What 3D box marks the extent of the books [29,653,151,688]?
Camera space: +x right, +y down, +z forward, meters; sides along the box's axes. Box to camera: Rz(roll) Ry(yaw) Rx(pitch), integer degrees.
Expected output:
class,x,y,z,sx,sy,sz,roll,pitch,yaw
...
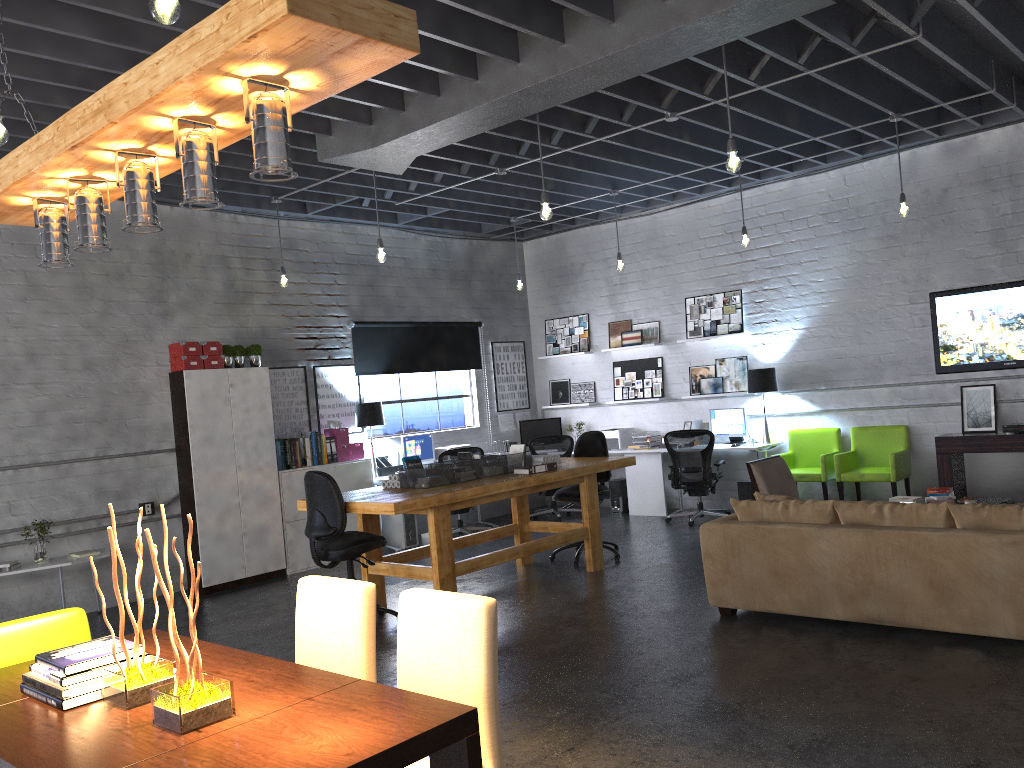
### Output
class,x,y,z,sx,sy,sz,roll,pitch,yaw
books,-1.313,0.871,2.762,0.283,0.026,0.266,-6,-1,44

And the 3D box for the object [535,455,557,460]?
class,x,y,z,sx,sy,sz,roll,pitch,yaw
object,0.178,0.653,7.793,0.520,0.047,0.046,-6,0,42

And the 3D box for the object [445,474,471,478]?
class,x,y,z,sx,sy,sz,roll,pitch,yaw
object,-0.454,0.729,7.068,0.234,0.022,0.185,-5,-1,35

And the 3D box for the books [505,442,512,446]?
class,x,y,z,sx,sy,sz,roll,pitch,yaw
books,-0.029,0.823,11.705,0.133,0.109,0.052,-5,0,-33

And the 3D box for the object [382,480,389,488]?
class,x,y,z,sx,sy,sz,roll,pitch,yaw
object,-0.796,0.775,7.217,0.057,0.058,0.635,-5,-1,42

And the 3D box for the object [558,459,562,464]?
class,x,y,z,sx,sy,sz,roll,pitch,yaw
object,0.228,0.689,7.845,0.520,0.047,0.047,-6,0,42

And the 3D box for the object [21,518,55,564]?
class,x,y,z,sx,sy,sz,roll,pitch,yaw
object,-3.854,1.284,7.244,0.271,0.363,0.297,-5,0,-13

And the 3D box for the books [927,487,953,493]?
class,x,y,z,sx,sy,sz,roll,pitch,yaw
books,3.791,0.940,7.848,0.185,0.041,0.128,-5,-1,37

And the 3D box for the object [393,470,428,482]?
class,x,y,z,sx,sy,sz,roll,pitch,yaw
object,-0.694,0.716,7.121,0.057,0.057,0.635,-5,-1,42

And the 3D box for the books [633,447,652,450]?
class,x,y,z,sx,sy,sz,roll,pitch,yaw
books,1.559,0.771,10.601,0.211,0.014,0.148,-5,-1,7

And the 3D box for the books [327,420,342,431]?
class,x,y,z,sx,sy,sz,roll,pitch,yaw
books,-1.881,0.516,9.451,0.192,0.267,0.060,-5,0,42

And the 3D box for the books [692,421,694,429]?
class,x,y,z,sx,sy,sz,roll,pitch,yaw
books,2.194,0.571,10.394,0.036,0.296,0.210,-5,0,42

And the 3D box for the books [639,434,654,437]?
class,x,y,z,sx,sy,sz,roll,pitch,yaw
books,1.662,0.634,10.922,0.134,0.008,0.203,-5,-1,25

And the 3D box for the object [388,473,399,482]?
class,x,y,z,sx,sy,sz,roll,pitch,yaw
object,-0.736,0.720,7.159,0.057,0.057,0.635,-5,-1,42

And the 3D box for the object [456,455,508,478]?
class,x,y,z,sx,sy,sz,roll,pitch,yaw
object,-0.246,0.679,7.294,0.317,0.156,0.306,-5,-1,42

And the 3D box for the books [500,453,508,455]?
class,x,y,z,sx,sy,sz,roll,pitch,yaw
books,-0.186,0.897,11.376,0.297,0.006,0.210,-6,-1,42

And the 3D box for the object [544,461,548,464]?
class,x,y,z,sx,sy,sz,roll,pitch,yaw
object,0.103,0.698,7.707,0.520,0.047,0.047,-6,0,42

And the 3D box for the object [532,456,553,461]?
class,x,y,z,sx,sy,sz,roll,pitch,yaw
object,0.147,0.655,7.759,0.520,0.047,0.046,-6,0,42

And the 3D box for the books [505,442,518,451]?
class,x,y,z,sx,sy,sz,roll,pitch,yaw
books,-0.001,0.828,11.638,0.183,0.121,0.017,-5,0,-33

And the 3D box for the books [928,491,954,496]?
class,x,y,z,sx,sy,sz,roll,pitch,yaw
books,3.800,0.972,7.853,0.208,0.024,0.144,-5,-1,27

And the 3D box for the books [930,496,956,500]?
class,x,y,z,sx,sy,sz,roll,pitch,yaw
books,3.807,0.996,7.843,0.161,0.026,0.223,-5,-1,12

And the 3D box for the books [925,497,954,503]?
class,x,y,z,sx,sy,sz,roll,pitch,yaw
books,3.793,1.025,7.865,0.223,0.032,0.161,-5,-1,22

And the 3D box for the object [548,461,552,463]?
class,x,y,z,sx,sy,sz,roll,pitch,yaw
object,0.134,0.696,7.742,0.520,0.047,0.047,-6,0,42

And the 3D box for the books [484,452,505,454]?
class,x,y,z,sx,sy,sz,roll,pitch,yaw
books,-0.184,0.881,11.379,0.297,0.006,0.210,-6,-1,43

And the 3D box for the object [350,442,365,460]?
class,x,y,z,sx,sy,sz,roll,pitch,yaw
object,-1.733,0.728,9.600,0.214,0.177,0.161,-5,0,42

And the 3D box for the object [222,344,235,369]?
class,x,y,z,sx,sy,sz,roll,pitch,yaw
object,-2.733,-0.259,8.469,0.171,0.240,0.169,-5,0,-19

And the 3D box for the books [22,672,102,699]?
class,x,y,z,sx,sy,sz,roll,pitch,yaw
books,-1.319,0.898,2.753,0.315,0.026,0.269,-6,-1,42

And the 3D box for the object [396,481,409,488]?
class,x,y,z,sx,sy,sz,roll,pitch,yaw
object,-0.669,0.763,7.102,0.058,0.057,0.635,-5,-1,42

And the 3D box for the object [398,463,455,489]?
class,x,y,z,sx,sy,sz,roll,pitch,yaw
object,-0.658,0.709,6.838,0.317,0.156,0.306,-5,-1,42

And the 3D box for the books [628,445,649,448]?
class,x,y,z,sx,sy,sz,roll,pitch,yaw
books,1.515,0.747,10.618,0.148,0.014,0.211,-5,-1,-33

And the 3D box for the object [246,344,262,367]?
class,x,y,z,sx,sy,sz,roll,pitch,yaw
object,-2.520,-0.275,8.676,0.169,0.240,0.171,-5,0,41

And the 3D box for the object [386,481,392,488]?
class,x,y,z,sx,sy,sz,roll,pitch,yaw
object,-0.753,0.771,7.179,0.058,0.057,0.635,-5,-1,42

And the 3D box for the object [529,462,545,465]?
class,x,y,z,sx,sy,sz,roll,pitch,yaw
object,0.072,0.700,7.673,0.520,0.047,0.047,-6,0,42

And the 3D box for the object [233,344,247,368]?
class,x,y,z,sx,sy,sz,roll,pitch,yaw
object,-2.654,-0.264,8.597,0.169,0.240,0.171,-5,0,-9

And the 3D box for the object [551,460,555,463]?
class,x,y,z,sx,sy,sz,roll,pitch,yaw
object,0.166,0.694,7.776,0.520,0.047,0.047,-6,0,42

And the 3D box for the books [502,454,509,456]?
class,x,y,z,sx,sy,sz,roll,pitch,yaw
books,-0.181,0.913,11.379,0.297,0.006,0.210,-6,-1,42

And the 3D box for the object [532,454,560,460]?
class,x,y,z,sx,sy,sz,roll,pitch,yaw
object,0.209,0.650,7.828,0.520,0.047,0.046,-6,0,42

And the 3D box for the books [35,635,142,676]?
class,x,y,z,sx,sy,sz,roll,pitch,yaw
books,-1.316,0.844,2.762,0.251,0.030,0.236,-6,-1,44

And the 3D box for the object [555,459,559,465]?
class,x,y,z,sx,sy,sz,roll,pitch,yaw
object,0.197,0.691,7.811,0.520,0.047,0.047,-6,0,42

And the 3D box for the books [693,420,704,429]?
class,x,y,z,sx,sy,sz,roll,pitch,yaw
books,2.203,0.570,10.391,0.043,0.296,0.210,-5,0,42

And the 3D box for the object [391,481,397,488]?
class,x,y,z,sx,sy,sz,roll,pitch,yaw
object,-0.712,0.767,7.141,0.057,0.058,0.635,-5,-1,42

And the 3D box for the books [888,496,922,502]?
class,x,y,z,sx,sy,sz,roll,pitch,yaw
books,3.454,1.011,7.785,0.161,0.027,0.223,-4,-1,-38

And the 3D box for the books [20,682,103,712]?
class,x,y,z,sx,sy,sz,roll,pitch,yaw
books,-1.308,0.928,2.762,0.324,0.035,0.305,-6,-1,42

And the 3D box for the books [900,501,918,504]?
class,x,y,z,sx,sy,sz,roll,pitch,yaw
books,3.448,1.048,7.763,0.175,0.045,0.240,-5,-1,32

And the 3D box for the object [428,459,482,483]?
class,x,y,z,sx,sy,sz,roll,pitch,yaw
object,-0.452,0.694,7.066,0.317,0.156,0.306,-5,-1,42

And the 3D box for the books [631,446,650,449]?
class,x,y,z,sx,sy,sz,roll,pitch,yaw
books,1.538,0.759,10.603,0.211,0.014,0.148,-5,-1,17
